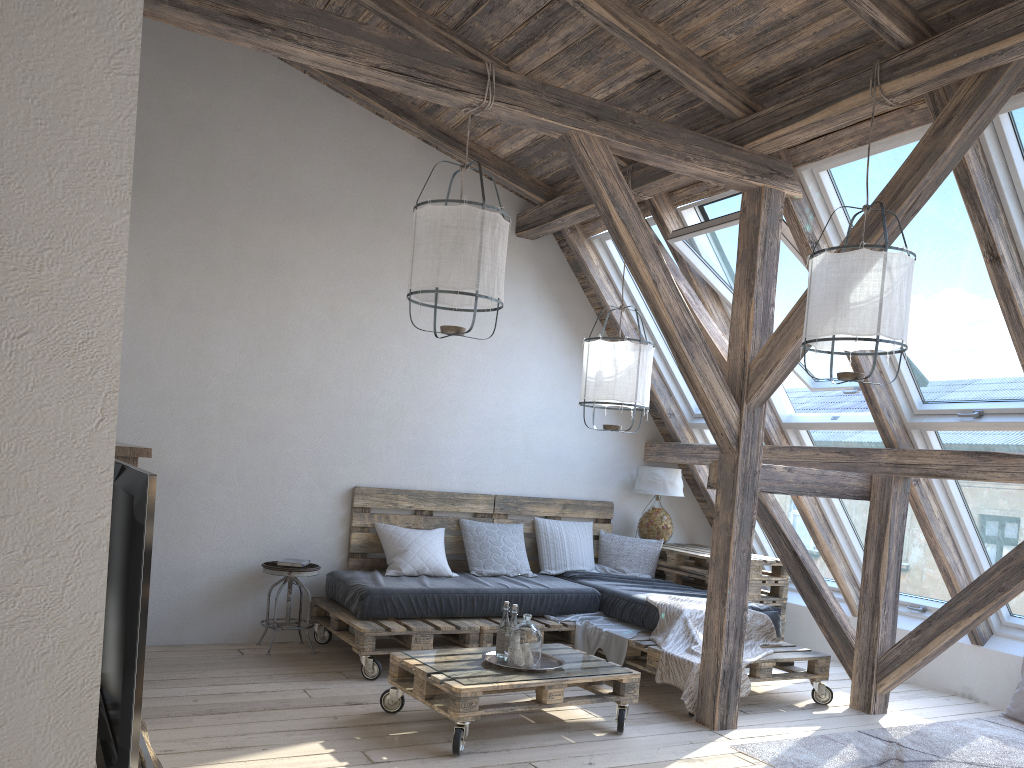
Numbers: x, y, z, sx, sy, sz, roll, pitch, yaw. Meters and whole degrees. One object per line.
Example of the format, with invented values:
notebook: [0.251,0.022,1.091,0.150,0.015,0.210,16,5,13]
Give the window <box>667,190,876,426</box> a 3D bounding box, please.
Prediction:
window: [1.641,-0.429,5.102,1.356,1.278,0.852,6,-1,-29]

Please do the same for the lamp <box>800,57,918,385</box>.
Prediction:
lamp: [1.418,-0.658,3.534,0.398,1.306,0.409,6,2,37]

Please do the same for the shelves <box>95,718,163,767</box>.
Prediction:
shelves: [-0.967,1.122,2.142,0.332,0.450,1.600,5,-4,-29]

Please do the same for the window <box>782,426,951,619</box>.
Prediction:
window: [2.377,0.867,5.603,1.101,1.278,0.852,5,0,-29]

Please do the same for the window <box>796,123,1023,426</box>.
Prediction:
window: [2.043,-0.473,4.275,1.101,1.278,0.852,5,0,-29]

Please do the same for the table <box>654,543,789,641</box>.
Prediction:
table: [1.408,1.577,6.474,0.678,0.702,1.014,5,-3,-29]

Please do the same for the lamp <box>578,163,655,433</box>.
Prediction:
lamp: [0.626,-0.488,4.963,0.399,1.519,0.407,5,2,12]

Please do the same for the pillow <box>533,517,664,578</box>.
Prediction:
pillow: [0.606,1.188,6.364,0.970,0.400,0.386,5,-2,-12]

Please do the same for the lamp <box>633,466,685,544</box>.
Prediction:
lamp: [0.910,1.269,6.754,0.391,1.286,0.819,3,1,-43]

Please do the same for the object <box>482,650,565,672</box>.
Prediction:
object: [0.054,1.305,4.144,0.395,0.021,0.395,5,-5,-9]

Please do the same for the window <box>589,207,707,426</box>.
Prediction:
window: [1.159,-0.397,5.884,1.101,1.278,0.852,5,0,-29]

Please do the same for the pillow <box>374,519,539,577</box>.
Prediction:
pillow: [-0.341,1.076,5.804,1.135,0.355,0.349,7,-3,-29]

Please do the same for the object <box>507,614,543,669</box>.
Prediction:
object: [0.063,1.181,4.053,0.155,0.247,0.156,5,0,30]

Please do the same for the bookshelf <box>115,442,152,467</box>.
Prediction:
bookshelf: [-2.039,0.860,4.195,0.349,1.174,1.620,4,-2,-29]

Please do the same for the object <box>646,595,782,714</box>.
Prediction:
object: [1.185,1.494,4.867,0.810,0.473,1.012,4,-4,1]

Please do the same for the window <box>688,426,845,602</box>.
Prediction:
window: [1.935,0.905,6.407,1.101,1.278,0.852,5,0,-29]

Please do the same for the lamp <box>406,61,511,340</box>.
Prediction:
lamp: [-0.208,-0.740,3.639,0.406,1.085,0.400,5,1,12]

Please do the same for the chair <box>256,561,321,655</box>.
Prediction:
chair: [-1.348,1.343,5.308,0.355,0.521,0.352,5,0,-25]

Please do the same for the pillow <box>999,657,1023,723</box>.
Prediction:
pillow: [3.115,1.657,4.557,0.437,0.524,1.130,5,-4,-36]

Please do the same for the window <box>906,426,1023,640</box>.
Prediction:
window: [2.819,0.829,4.799,1.101,1.278,0.852,5,0,-29]

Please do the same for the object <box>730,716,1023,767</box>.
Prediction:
object: [2.716,1.706,3.201,2.198,0.056,3.181,7,-6,-28]

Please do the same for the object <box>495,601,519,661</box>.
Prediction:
object: [-0.016,1.177,4.197,0.071,0.268,0.153,4,1,-29]

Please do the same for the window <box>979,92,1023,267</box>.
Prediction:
window: [2.485,-0.511,3.471,1.101,1.278,0.852,5,0,-29]

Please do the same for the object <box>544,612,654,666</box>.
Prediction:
object: [0.575,1.578,5.409,0.508,0.277,0.706,8,-5,-44]

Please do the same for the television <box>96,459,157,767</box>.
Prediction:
television: [-0.955,0.539,2.092,0.207,0.705,1.100,4,-2,-29]

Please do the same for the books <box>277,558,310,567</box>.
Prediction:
books: [-1.310,1.072,5.284,0.150,0.021,0.205,5,-5,0]
